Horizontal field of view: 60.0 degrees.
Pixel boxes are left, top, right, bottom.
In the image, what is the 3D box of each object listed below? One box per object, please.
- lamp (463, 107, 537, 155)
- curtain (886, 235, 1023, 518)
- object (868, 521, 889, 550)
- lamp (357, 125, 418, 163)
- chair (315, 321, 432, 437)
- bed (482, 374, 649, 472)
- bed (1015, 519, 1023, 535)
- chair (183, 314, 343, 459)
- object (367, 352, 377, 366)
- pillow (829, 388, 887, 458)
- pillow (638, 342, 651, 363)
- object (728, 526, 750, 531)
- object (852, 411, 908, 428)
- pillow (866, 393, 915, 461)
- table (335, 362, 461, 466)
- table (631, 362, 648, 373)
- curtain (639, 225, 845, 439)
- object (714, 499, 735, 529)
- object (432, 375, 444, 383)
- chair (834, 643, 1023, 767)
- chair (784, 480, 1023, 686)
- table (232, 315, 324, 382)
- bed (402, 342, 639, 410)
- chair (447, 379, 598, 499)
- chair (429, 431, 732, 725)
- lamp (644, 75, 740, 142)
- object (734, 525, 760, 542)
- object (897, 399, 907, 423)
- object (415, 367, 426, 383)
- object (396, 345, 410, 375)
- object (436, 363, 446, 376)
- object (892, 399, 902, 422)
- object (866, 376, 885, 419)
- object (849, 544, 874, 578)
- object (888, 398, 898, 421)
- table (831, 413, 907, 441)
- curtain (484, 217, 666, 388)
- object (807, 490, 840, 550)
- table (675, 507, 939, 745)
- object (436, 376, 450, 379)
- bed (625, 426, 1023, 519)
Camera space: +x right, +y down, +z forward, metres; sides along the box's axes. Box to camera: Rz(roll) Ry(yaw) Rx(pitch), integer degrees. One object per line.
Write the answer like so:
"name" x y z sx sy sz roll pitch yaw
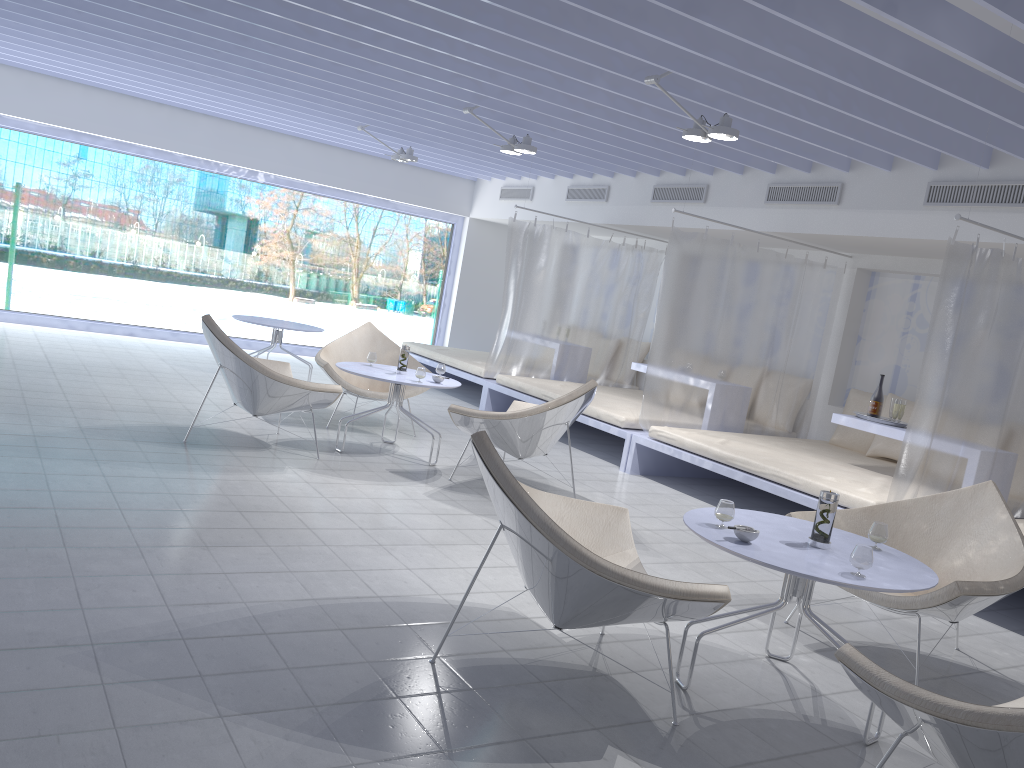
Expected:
"lamp" -0.110 -1.900 6.666 0.587 0.218 0.380 6 7 -32
"curtain" 2.967 0.065 5.204 2.050 1.552 0.151 6 7 -32
"object" 1.278 0.530 3.095 0.068 0.091 0.068 4 8 -43
"lamp" -1.197 -2.281 8.434 0.587 0.218 0.380 6 7 -32
"chair" -1.077 -0.073 6.757 0.906 0.759 0.753 8 6 -22
"bed" 1.150 0.347 8.096 2.016 0.427 2.200 6 7 -32
"bed" 3.425 1.144 4.396 2.016 0.427 2.200 6 7 -32
"chair" -1.554 -0.008 5.355 0.753 0.759 0.906 5 8 -37
"object" -0.942 -0.168 5.955 0.068 0.091 0.068 9 6 -10
"pillow" 2.865 0.321 7.197 0.230 0.521 0.524 6 7 -30
"pillow" 1.259 -0.257 9.831 0.231 0.510 0.572 6 7 -32
"object" 0.728 0.464 2.845 0.098 0.016 0.012 6 7 -33
"object" 2.503 0.244 6.021 0.275 0.031 0.429 6 7 -31
"pillow" 3.070 0.373 6.820 0.537 0.527 0.233 15 8 37
"table" -0.783 0.194 5.819 0.825 0.534 0.823 5 8 -41
"table" 1.483 0.138 7.627 0.416 0.450 1.065 6 7 -32
"curtain" 1.864 -0.307 7.070 1.998 1.559 0.125 6 7 -34
"object" 0.721 0.441 3.007 0.068 0.091 0.068 4 8 -43
"object" -0.471 -0.028 5.653 0.082 0.043 0.082 13 7 25
"chair" 1.320 0.854 2.038 0.906 0.759 0.753 8 6 -18
"chair" 1.685 0.746 3.649 0.753 0.759 0.906 7 7 -29
"table" -2.172 -0.295 8.111 0.825 0.534 0.823 12 6 14
"bed" 0.025 -0.047 9.956 2.022 0.422 2.200 6 7 -32
"chair" 0.132 0.276 5.485 0.753 0.759 0.906 13 7 27
"chair" 0.162 0.561 2.870 0.753 0.759 0.906 8 6 -15
"lamp" 0.966 -1.523 4.915 0.587 0.218 0.380 6 7 -32
"object" 0.753 0.487 2.860 0.082 0.043 0.082 6 7 -31
"object" 2.605 0.192 5.939 0.059 0.174 0.059 13 7 25
"object" -0.572 -0.057 5.535 0.068 0.091 0.068 10 6 -4
"object" -0.711 -0.161 5.815 0.075 0.189 0.075 5 8 -41
"object" -0.483 -0.092 6.002 0.068 0.091 0.068 5 8 -40
"object" 2.554 0.188 5.899 0.059 0.174 0.059 13 7 25
"object" 2.504 0.086 6.071 0.092 0.302 0.092 13 7 25
"object" 1.057 0.535 2.683 0.068 0.091 0.068 4 8 -43
"object" 2.571 0.180 5.994 0.059 0.174 0.059 13 7 25
"table" 2.615 0.534 5.787 0.416 0.450 1.065 6 7 -32
"curtain" 0.691 -0.732 8.905 2.050 1.552 0.151 6 7 -32
"object" 1.048 0.454 2.975 0.075 0.185 0.075 12 6 20
"table" 0.941 0.799 3.010 0.823 0.534 0.825 14 7 34
"object" -0.442 -0.041 5.634 0.098 0.016 0.012 13 7 24
"bed" 2.300 0.749 6.256 2.022 0.422 2.200 6 7 -32
